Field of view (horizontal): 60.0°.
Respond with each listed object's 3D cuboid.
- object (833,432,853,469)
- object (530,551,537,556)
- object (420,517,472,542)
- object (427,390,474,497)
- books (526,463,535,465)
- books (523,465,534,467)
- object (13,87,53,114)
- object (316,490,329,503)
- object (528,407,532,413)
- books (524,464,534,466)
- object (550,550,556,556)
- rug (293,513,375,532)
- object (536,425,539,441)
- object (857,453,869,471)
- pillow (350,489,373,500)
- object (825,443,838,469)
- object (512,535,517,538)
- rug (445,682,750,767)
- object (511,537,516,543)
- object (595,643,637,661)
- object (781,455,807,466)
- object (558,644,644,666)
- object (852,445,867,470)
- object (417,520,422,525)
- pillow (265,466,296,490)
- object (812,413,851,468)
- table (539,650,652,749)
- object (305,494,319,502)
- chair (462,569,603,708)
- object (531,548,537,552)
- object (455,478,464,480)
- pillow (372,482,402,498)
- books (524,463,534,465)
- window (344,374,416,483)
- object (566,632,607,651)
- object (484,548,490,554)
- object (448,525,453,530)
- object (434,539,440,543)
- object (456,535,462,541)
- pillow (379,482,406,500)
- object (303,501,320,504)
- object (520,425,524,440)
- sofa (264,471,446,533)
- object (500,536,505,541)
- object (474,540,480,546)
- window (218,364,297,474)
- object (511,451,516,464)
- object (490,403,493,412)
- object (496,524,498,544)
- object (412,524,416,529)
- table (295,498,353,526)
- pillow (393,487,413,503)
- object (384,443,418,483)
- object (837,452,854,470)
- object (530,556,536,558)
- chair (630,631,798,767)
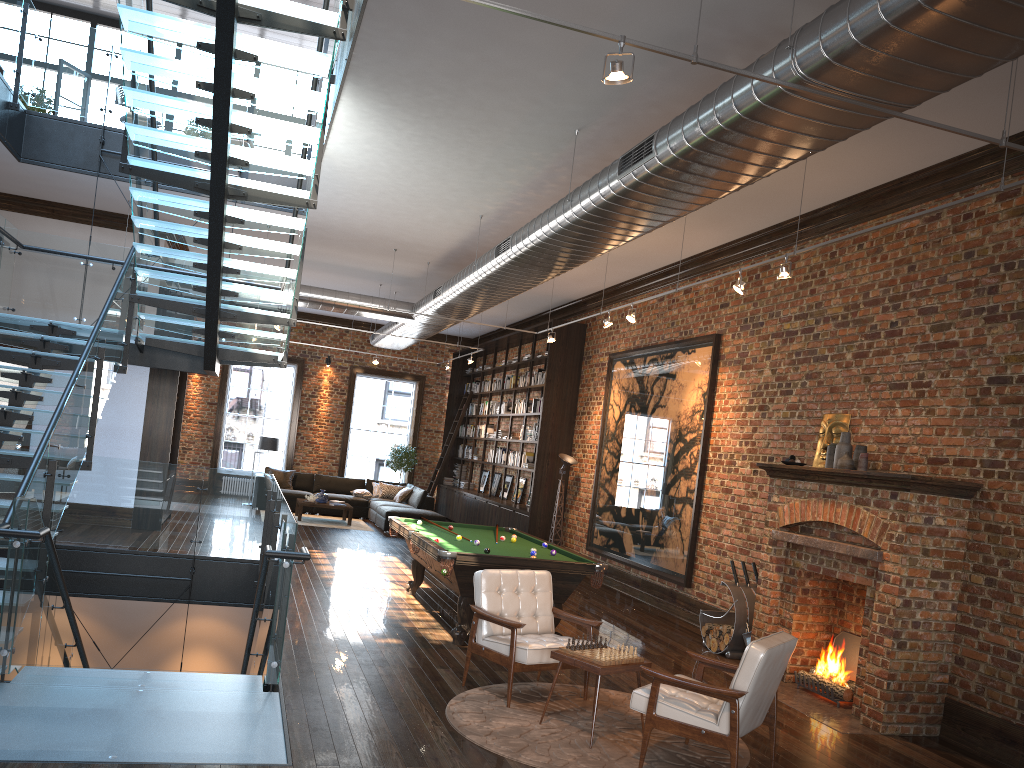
[{"bbox_3d":[2.901,0.593,7.751,0.145,0.349,0.146,7,0,20],"label":"object"},{"bbox_3d":[0.199,1.566,8.176,0.057,0.057,0.057,7,-2,-12],"label":"object"},{"bbox_3d":[-0.731,1.558,9.571,0.028,0.072,1.603,7,-4,-24],"label":"object"},{"bbox_3d":[-1.554,1.635,20.541,0.899,3.075,0.494,7,0,-17],"label":"object"},{"bbox_3d":[0.326,1.464,16.308,0.161,0.012,0.306,7,-5,-9],"label":"books"},{"bbox_3d":[0.324,1.513,16.309,0.160,0.012,0.338,8,-5,-14],"label":"books"},{"bbox_3d":[-8.044,-4.038,14.728,0.797,1.863,0.816,7,-1,32],"label":"object"},{"bbox_3d":[-3.663,2.169,17.118,0.215,0.251,0.216,6,-2,16],"label":"object"},{"bbox_3d":[0.358,0.501,16.633,0.096,0.136,0.235,8,-3,-32],"label":"object"},{"bbox_3d":[0.321,1.488,16.307,0.161,0.012,0.298,8,-5,-16],"label":"books"},{"bbox_3d":[0.397,1.615,8.491,0.057,0.057,0.057,7,-2,6],"label":"object"},{"bbox_3d":[-3.780,2.623,17.043,2.027,0.003,2.113,8,-5,-16],"label":"rug"},{"bbox_3d":[0.456,0.874,15.737,0.069,0.288,0.117,7,0,-23],"label":"object"},{"bbox_3d":[2.952,0.662,7.456,0.081,0.178,0.082,7,-1,26],"label":"object"},{"bbox_3d":[-3.222,2.355,18.971,0.410,0.204,0.610,8,-4,-18],"label":"pillow"},{"bbox_3d":[2.860,0.650,7.893,0.117,0.249,0.118,6,-1,31],"label":"object"},{"bbox_3d":[0.023,1.660,9.604,0.057,0.057,0.057,6,-2,29],"label":"object"},{"bbox_3d":[0.546,2.235,5.797,1.975,0.015,1.970,8,-5,-15],"label":"rug"},{"bbox_3d":[0.016,1.632,9.265,0.057,0.057,0.057,7,-2,-16],"label":"object"},{"bbox_3d":[0.664,1.671,5.572,0.336,0.101,0.075,10,-3,-41],"label":"object"},{"bbox_3d":[2.551,0.696,8.020,0.237,0.105,0.237,7,-4,-6],"label":"object"},{"bbox_3d":[0.571,1.731,5.669,0.390,0.028,0.387,11,-6,-41],"label":"object"},{"bbox_3d":[2.976,0.642,7.586,0.120,0.242,0.120,7,-1,3],"label":"object"},{"bbox_3d":[-1.039,1.563,9.983,0.058,0.057,0.057,7,-2,-15],"label":"object"},{"bbox_3d":[-4.925,1.987,18.707,0.702,0.439,0.304,8,-1,-16],"label":"pillow"},{"bbox_3d":[2.914,0.535,8.166,0.125,0.535,0.408,7,-1,-16],"label":"object"},{"bbox_3d":[0.538,1.984,5.662,0.519,0.494,0.461,9,-3,-41],"label":"table"},{"bbox_3d":[-3.808,2.180,16.904,0.218,0.159,0.219,5,-3,26],"label":"object"},{"bbox_3d":[0.154,1.811,6.365,0.772,0.865,0.739,8,-2,-36],"label":"chair"},{"bbox_3d":[0.205,1.589,8.451,0.057,0.057,0.057,6,-2,23],"label":"object"},{"bbox_3d":[-1.256,2.309,21.530,0.192,0.015,0.248,8,-5,-16],"label":"object"},{"bbox_3d":[-2.722,2.347,19.337,0.705,0.338,0.269,8,-2,-16],"label":"pillow"},{"bbox_3d":[0.331,1.477,16.309,0.160,0.012,0.338,8,-5,-13],"label":"books"},{"bbox_3d":[-3.225,1.203,21.539,1.524,2.751,0.154,7,0,-17],"label":"window"},{"bbox_3d":[0.493,1.666,5.765,0.336,0.101,0.075,10,-3,-41],"label":"object"},{"bbox_3d":[-0.223,1.498,7.951,0.057,0.057,0.057,7,-2,-12],"label":"object"},{"bbox_3d":[-0.677,1.592,9.809,0.056,0.057,0.057,6,-2,32],"label":"object"},{"bbox_3d":[-0.698,1.463,8.221,0.057,0.057,0.057,6,-2,31],"label":"object"},{"bbox_3d":[-0.526,1.531,8.810,0.057,0.057,0.057,6,-2,21],"label":"object"},{"bbox_3d":[-2.597,2.323,19.186,0.613,0.361,0.288,8,-2,-13],"label":"pillow"},{"bbox_3d":[-3.823,2.248,16.891,0.266,0.018,0.202,6,-5,7],"label":"object"},{"bbox_3d":[0.199,0.911,16.583,0.069,0.288,0.117,7,0,-23],"label":"object"},{"bbox_3d":[-3.373,2.332,17.840,3.510,0.803,3.448,8,-4,-16],"label":"sofa"},{"bbox_3d":[-0.098,1.620,9.291,0.057,0.057,0.057,5,-3,39],"label":"object"},{"bbox_3d":[-0.338,1.533,8.558,0.056,0.057,0.057,5,-3,44],"label":"object"},{"bbox_3d":[-5.946,0.812,20.715,1.524,2.751,0.154,7,0,-17],"label":"window"},{"bbox_3d":[0.078,1.466,17.333,0.166,0.282,0.015,7,0,-17],"label":"object"},{"bbox_3d":[-0.436,0.534,18.964,0.076,0.255,0.087,7,0,-27],"label":"object"},{"bbox_3d":[-0.164,1.640,9.742,0.028,0.072,1.610,7,-5,0],"label":"object"},{"bbox_3d":[-1.040,1.515,9.389,0.057,0.057,0.057,7,-2,-18],"label":"object"},{"bbox_3d":[-3.657,2.476,17.206,1.003,0.345,1.000,8,-4,-16],"label":"table"},{"bbox_3d":[-2.307,2.361,18.788,0.315,0.355,0.628,7,-3,-17],"label":"pillow"},{"bbox_3d":[-2.696,2.313,21.057,0.813,1.863,0.800,7,0,-8],"label":"object"},{"bbox_3d":[2.833,0.657,7.523,0.135,0.169,0.137,6,-2,26],"label":"object"},{"bbox_3d":[0.186,1.532,7.760,0.057,0.057,0.057,7,-2,2],"label":"object"},{"bbox_3d":[1.170,1.838,5.184,0.738,0.865,0.773,6,-2,34],"label":"chair"}]
